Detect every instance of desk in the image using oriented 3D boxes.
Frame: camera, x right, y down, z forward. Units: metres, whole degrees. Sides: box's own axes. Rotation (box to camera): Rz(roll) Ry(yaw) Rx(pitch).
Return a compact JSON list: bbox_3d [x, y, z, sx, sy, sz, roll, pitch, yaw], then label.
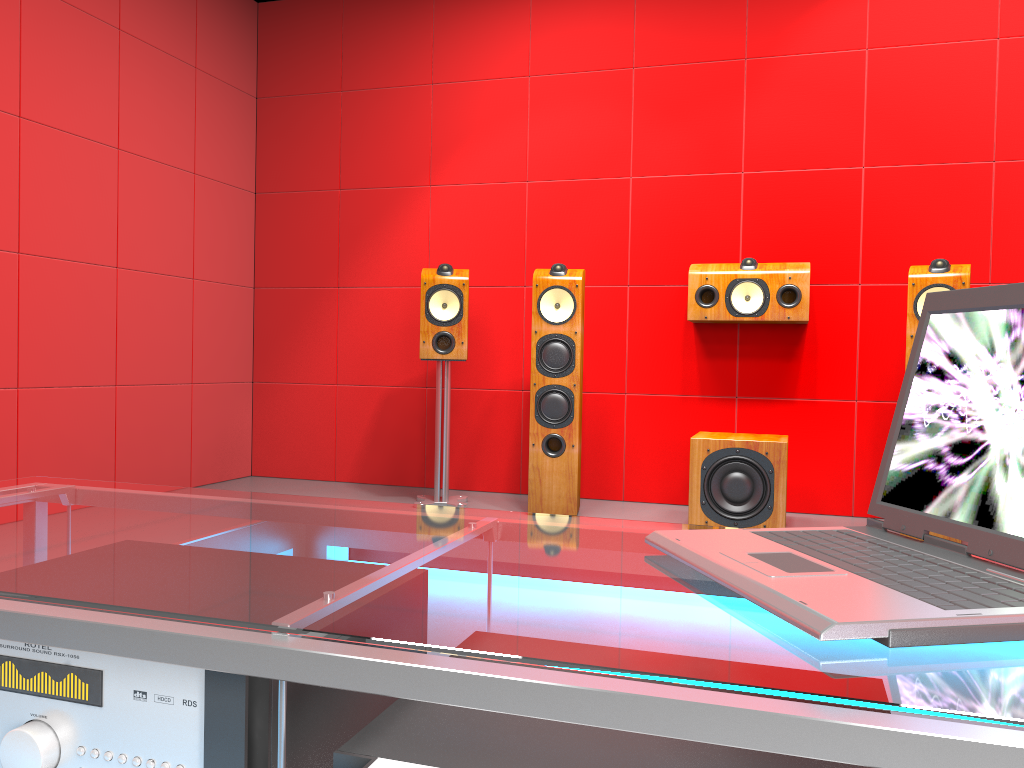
[{"bbox_3d":[-0.133,0.516,0.929,1.617,0.690,0.594,2,1,18],"label":"desk"}]

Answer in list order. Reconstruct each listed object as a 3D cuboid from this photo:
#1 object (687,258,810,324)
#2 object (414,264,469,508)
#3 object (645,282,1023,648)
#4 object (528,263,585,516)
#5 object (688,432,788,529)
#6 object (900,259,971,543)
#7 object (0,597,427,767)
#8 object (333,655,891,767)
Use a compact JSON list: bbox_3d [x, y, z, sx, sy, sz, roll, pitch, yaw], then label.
[{"bbox_3d":[1.021,-0.402,3.822,0.493,0.271,0.235,2,1,18],"label":"object"},{"bbox_3d":[-0.301,0.005,3.911,0.231,1.058,0.265,1,1,-2],"label":"object"},{"bbox_3d":[0.346,0.041,0.813,0.340,0.285,0.342,1,1,-12],"label":"object"},{"bbox_3d":[0.191,0.022,3.756,0.203,1.052,0.238,1,1,8],"label":"object"},{"bbox_3d":[0.906,0.389,3.532,0.360,0.360,0.360,2,1,18],"label":"object"},{"bbox_3d":[1.594,0.062,3.335,0.203,1.052,0.238,2,2,28],"label":"object"},{"bbox_3d":[-0.360,0.297,0.929,0.431,0.158,0.371,2,1,18],"label":"object"},{"bbox_3d":[0.109,0.343,0.785,0.435,0.092,0.365,2,1,18],"label":"object"}]
